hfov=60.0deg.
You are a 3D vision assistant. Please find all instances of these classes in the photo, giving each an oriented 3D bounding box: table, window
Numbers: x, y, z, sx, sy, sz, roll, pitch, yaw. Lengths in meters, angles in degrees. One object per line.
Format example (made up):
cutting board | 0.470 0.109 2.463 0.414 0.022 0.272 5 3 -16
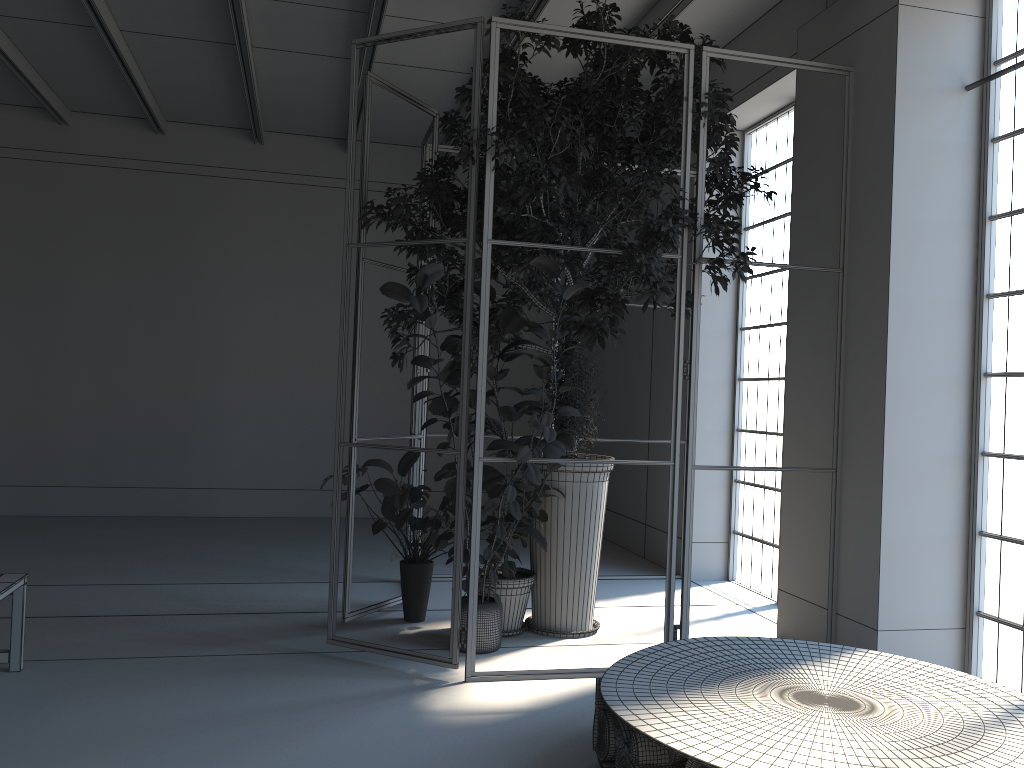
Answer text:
table | 1.174 1.366 3.321 1.709 0.387 1.708 3 -1 -22
window | 3.023 -0.249 2.695 0.070 3.834 9.755 2 -1 -13

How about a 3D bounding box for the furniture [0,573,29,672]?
furniture | -2.440 1.182 3.812 0.300 0.478 1.260 2 -1 -13

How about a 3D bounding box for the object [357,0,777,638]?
object | 0.314 -0.516 5.461 2.243 4.154 2.486 3 -1 -42

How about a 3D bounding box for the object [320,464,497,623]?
object | -0.650 1.028 5.636 1.125 1.001 0.920 2 -1 -16

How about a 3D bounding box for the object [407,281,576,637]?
object | -0.140 0.448 5.622 1.270 2.157 0.868 2 -1 17

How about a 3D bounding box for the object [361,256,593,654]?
object | -0.183 0.447 4.967 1.253 2.183 1.309 2 -1 -3

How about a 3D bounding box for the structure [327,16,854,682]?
structure | 0.341 -0.124 5.911 2.994 3.454 2.452 2 -1 -13
